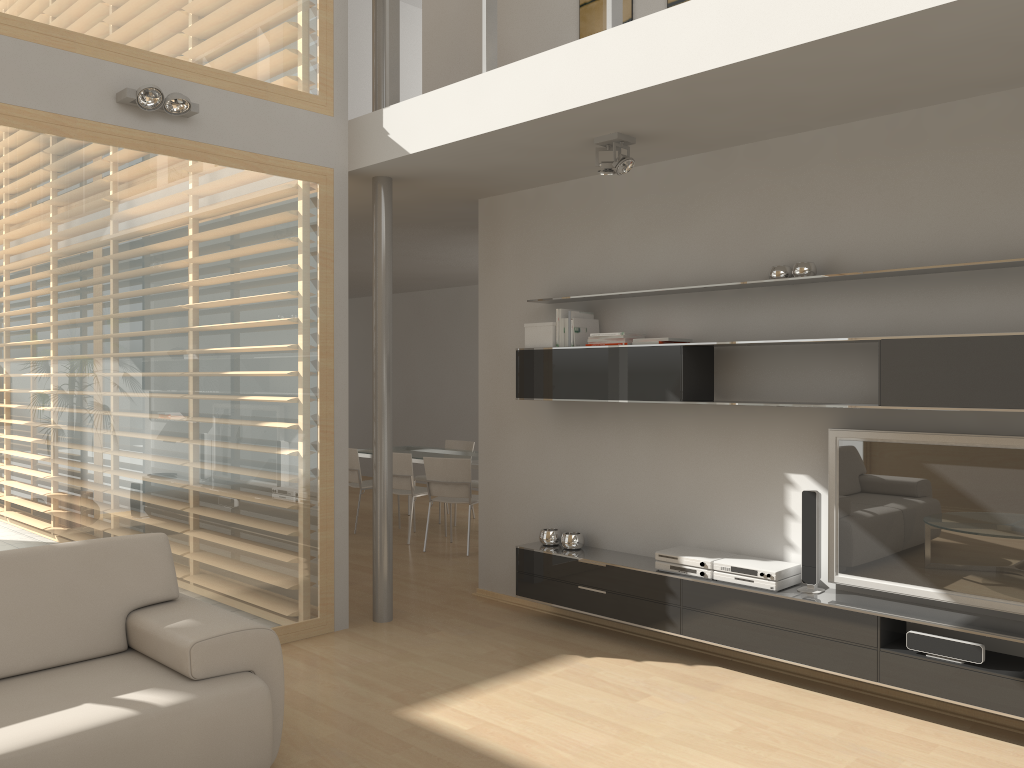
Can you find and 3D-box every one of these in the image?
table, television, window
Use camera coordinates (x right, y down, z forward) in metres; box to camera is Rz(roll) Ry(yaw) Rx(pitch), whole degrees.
[{"bbox_3d":[-0.655,1.046,8.549,2.199,0.746,0.900,0,1,45],"label":"table"},{"bbox_3d":[1.969,0.581,3.822,1.224,0.735,0.096,0,1,45],"label":"television"},{"bbox_3d":[-2.004,0.103,4.209,0.020,2.500,2.525,0,1,45],"label":"window"},{"bbox_3d":[-2.003,-2.747,4.189,0.020,2.200,2.525,0,1,45],"label":"window"}]

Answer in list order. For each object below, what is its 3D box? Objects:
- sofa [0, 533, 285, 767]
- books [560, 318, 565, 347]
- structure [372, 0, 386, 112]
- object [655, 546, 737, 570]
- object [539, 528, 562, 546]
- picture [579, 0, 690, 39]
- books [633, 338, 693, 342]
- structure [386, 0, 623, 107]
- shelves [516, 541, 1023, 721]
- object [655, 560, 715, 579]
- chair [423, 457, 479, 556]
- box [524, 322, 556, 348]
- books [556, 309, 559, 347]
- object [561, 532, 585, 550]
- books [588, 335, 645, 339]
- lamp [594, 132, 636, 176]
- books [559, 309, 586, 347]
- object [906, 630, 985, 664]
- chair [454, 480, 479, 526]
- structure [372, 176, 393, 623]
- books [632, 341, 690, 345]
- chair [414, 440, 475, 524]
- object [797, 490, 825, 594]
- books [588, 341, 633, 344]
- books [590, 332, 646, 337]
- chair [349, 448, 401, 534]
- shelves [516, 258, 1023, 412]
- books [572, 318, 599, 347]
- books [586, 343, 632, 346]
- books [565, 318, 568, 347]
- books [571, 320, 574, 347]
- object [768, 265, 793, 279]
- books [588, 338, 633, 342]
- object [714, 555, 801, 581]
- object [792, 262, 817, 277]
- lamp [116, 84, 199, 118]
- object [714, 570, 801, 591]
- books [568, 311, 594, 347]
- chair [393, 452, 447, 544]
[{"bbox_3d":[-1.888,1.038,2.893,1.168,0.846,2.093,0,1,45],"label":"sofa"},{"bbox_3d":[0.373,-0.300,5.262,0.027,0.169,0.230,0,1,45],"label":"books"},{"bbox_3d":[-0.790,-2.755,5.398,0.121,2.400,0.122,0,0,33],"label":"structure"},{"bbox_3d":[0.965,0.916,4.676,0.349,0.049,0.262,0,1,45],"label":"object"},{"bbox_3d":[0.238,0.938,5.436,0.143,0.091,0.143,0,0,-13],"label":"object"},{"bbox_3d":[1.011,-2.838,4.806,1.684,1.800,0.010,0,1,45],"label":"picture"},{"bbox_3d":[0.817,-0.235,4.804,0.230,0.017,0.227,0,1,45],"label":"books"},{"bbox_3d":[1.015,-1.991,3.390,5.400,0.900,0.080,0,1,45],"label":"structure"},{"bbox_3d":[1.632,1.150,4.014,4.236,0.312,0.300,0,1,45],"label":"shelves"},{"bbox_3d":[0.965,0.965,4.676,0.349,0.049,0.262,0,1,45],"label":"object"},{"bbox_3d":[-0.457,1.023,7.670,0.455,0.807,0.501,0,0,25],"label":"chair"},{"bbox_3d":[0.237,-0.290,5.359,0.232,0.149,0.232,0,1,45],"label":"box"},{"bbox_3d":[0.345,-0.328,5.291,0.017,0.227,0.230,0,1,45],"label":"books"},{"bbox_3d":[0.364,0.939,5.312,0.143,0.091,0.143,0,0,-13],"label":"object"},{"bbox_3d":[0.590,-0.260,5.010,0.190,0.015,0.254,0,1,-44],"label":"books"},{"bbox_3d":[0.524,-1.151,4.495,0.214,0.195,0.150,0,1,45],"label":"lamp"},{"bbox_3d":[0.363,-0.328,5.283,0.017,0.227,0.230,0,1,45],"label":"books"},{"bbox_3d":[1.818,1.100,3.705,0.300,0.092,0.085,0,1,45],"label":"object"},{"bbox_3d":[-0.248,1.014,8.869,0.455,0.807,0.501,0,1,45],"label":"chair"},{"bbox_3d":[-0.790,0.095,5.418,0.121,2.700,0.122,0,0,33],"label":"structure"},{"bbox_3d":[0.811,-0.219,4.817,0.254,0.015,0.190,0,1,-39],"label":"books"},{"bbox_3d":[-0.711,1.011,9.314,0.455,0.807,0.501,0,1,45],"label":"chair"},{"bbox_3d":[1.436,0.751,4.257,0.111,0.483,0.116,0,1,41],"label":"object"},{"bbox_3d":[0.594,-0.232,5.011,0.190,0.011,0.268,0,1,-44],"label":"books"},{"bbox_3d":[0.601,-0.276,5.016,0.227,0.017,0.230,0,1,40],"label":"books"},{"bbox_3d":[-1.419,1.015,8.714,0.501,0.807,0.455,0,0,-35],"label":"chair"},{"bbox_3d":[1.633,-0.049,4.006,4.236,0.914,0.300,0,1,45],"label":"shelves"},{"bbox_3d":[0.439,-0.299,5.211,0.023,0.169,0.230,0,1,45],"label":"books"},{"bbox_3d":[0.597,-0.220,5.008,0.297,0.013,0.210,0,1,45],"label":"books"},{"bbox_3d":[0.399,-0.299,5.248,0.027,0.169,0.230,0,1,45],"label":"books"},{"bbox_3d":[0.419,-0.293,5.212,0.009,0.156,0.207,0,1,45],"label":"books"},{"bbox_3d":[1.335,-0.549,4.409,0.115,0.081,0.115,0,0,25],"label":"object"},{"bbox_3d":[0.586,-0.245,5.017,0.254,0.015,0.190,0,1,41],"label":"books"},{"bbox_3d":[1.217,0.918,4.426,0.349,0.049,0.262,0,1,45],"label":"object"},{"bbox_3d":[1.409,-0.548,4.276,0.115,0.081,0.115,0,0,25],"label":"object"},{"bbox_3d":[-1.718,-1.378,4.340,0.183,0.110,0.360,0,1,45],"label":"lamp"},{"bbox_3d":[1.221,0.967,4.431,0.349,0.049,0.250,0,1,45],"label":"object"},{"bbox_3d":[0.407,-0.319,5.222,0.021,0.210,0.207,0,1,45],"label":"books"},{"bbox_3d":[-0.930,1.019,8.195,0.455,0.807,0.501,0,1,40],"label":"chair"}]
